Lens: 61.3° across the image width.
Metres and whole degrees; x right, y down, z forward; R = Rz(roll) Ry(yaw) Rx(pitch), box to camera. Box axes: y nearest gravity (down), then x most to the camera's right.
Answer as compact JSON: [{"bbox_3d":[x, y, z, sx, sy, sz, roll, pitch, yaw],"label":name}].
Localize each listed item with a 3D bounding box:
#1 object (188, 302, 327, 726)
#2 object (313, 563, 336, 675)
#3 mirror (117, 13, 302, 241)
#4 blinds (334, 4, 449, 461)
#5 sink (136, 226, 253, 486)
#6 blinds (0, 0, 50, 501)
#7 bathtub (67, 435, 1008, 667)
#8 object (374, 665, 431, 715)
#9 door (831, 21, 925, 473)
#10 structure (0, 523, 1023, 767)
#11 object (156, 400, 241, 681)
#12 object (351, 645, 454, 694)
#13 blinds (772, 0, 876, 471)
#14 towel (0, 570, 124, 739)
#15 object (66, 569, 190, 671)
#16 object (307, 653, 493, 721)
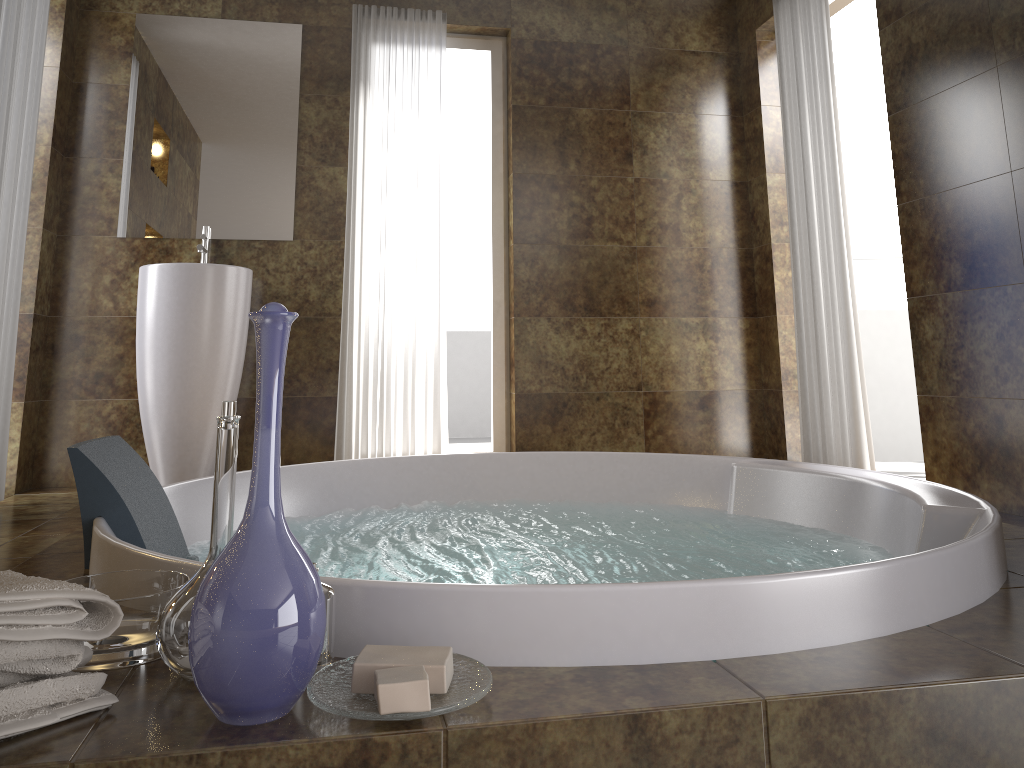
[{"bbox_3d":[-0.263,0.121,0.918,0.136,0.432,0.131,0,-11,-4],"label":"object"},{"bbox_3d":[-0.237,0.272,1.017,0.056,0.119,0.056,-9,-12,40],"label":"object"},{"bbox_3d":[-1.404,-1.215,4.072,0.767,1.124,0.008,1,-12,-11],"label":"mirror"},{"bbox_3d":[-0.549,-0.752,4.113,0.518,2.333,0.065,2,-12,-11],"label":"blinds"},{"bbox_3d":[-1.349,-0.143,3.637,0.458,1.170,0.421,1,-10,-9],"label":"sink"},{"bbox_3d":[-1.821,-0.718,3.107,0.068,2.345,0.578,2,-11,-12],"label":"blinds"},{"bbox_3d":[0.063,0.371,1.845,1.744,0.538,1.716,-1,0,19],"label":"bathtub"},{"bbox_3d":[-0.109,0.302,0.856,0.053,0.035,0.071,0,-2,-11],"label":"object"},{"bbox_3d":[1.912,-0.721,4.136,0.955,2.294,0.038,-4,-12,21],"label":"door"},{"bbox_3d":[0.064,0.379,1.845,2.003,0.128,1.960,-1,1,-12],"label":"structure"},{"bbox_3d":[-0.345,0.176,1.027,0.130,0.317,0.125,0,-10,-4],"label":"object"},{"bbox_3d":[-0.116,0.305,0.924,0.100,0.033,0.060,-1,-2,3],"label":"object"},{"bbox_3d":[1.345,-0.762,3.846,0.069,2.345,0.466,2,-11,-12],"label":"blinds"},{"bbox_3d":[-0.610,0.282,0.865,0.336,0.154,0.316,-2,-2,33],"label":"towel"},{"bbox_3d":[-0.499,0.293,1.091,0.169,0.078,0.166,0,-2,-30],"label":"object"},{"bbox_3d":[-0.116,0.321,0.910,0.189,0.019,0.186,-1,1,-23],"label":"object"}]
